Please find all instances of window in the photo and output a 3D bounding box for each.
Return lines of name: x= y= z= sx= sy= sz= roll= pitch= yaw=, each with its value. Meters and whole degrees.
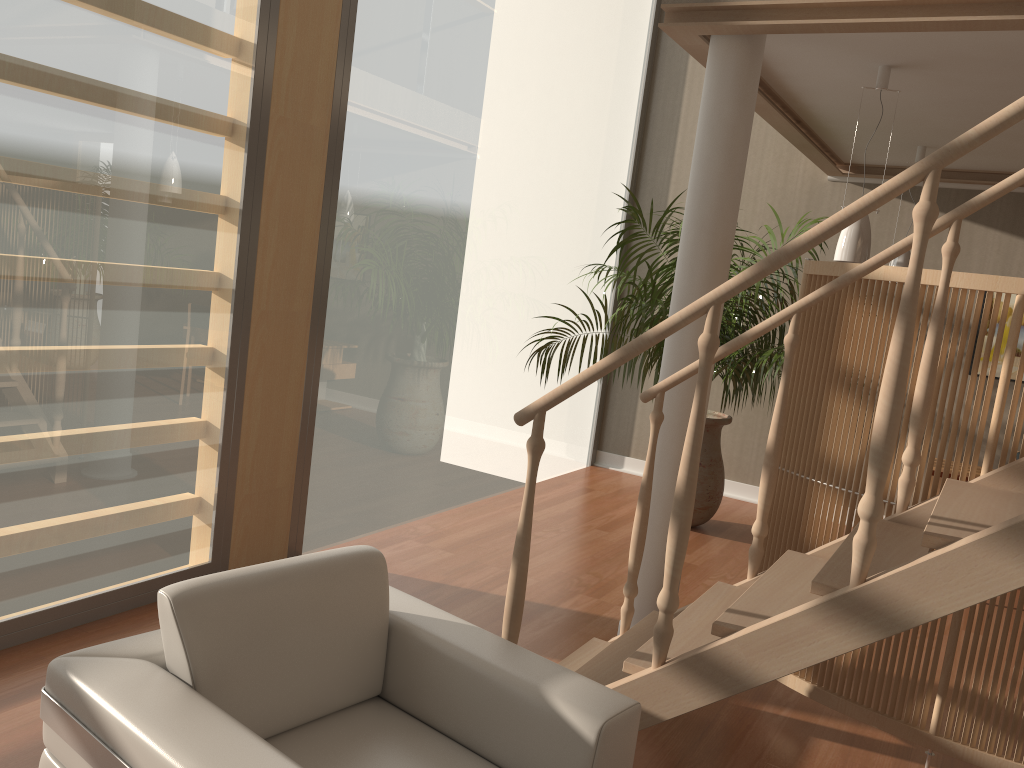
window: x=0.100 y=-1.626 z=5.385 sx=0.020 sy=5.200 sz=3.340 roll=11 pitch=8 yaw=28
window: x=-1.586 y=-0.728 z=2.618 sx=0.020 sy=3.100 sz=2.095 roll=11 pitch=8 yaw=28

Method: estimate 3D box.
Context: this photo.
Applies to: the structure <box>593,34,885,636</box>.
structure: x=3.456 y=0.538 z=0.869 sx=10.775 sy=2.533 sz=8.342 roll=11 pitch=8 yaw=28

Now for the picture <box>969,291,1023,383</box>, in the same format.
picture: x=3.622 y=-0.261 z=5.510 sx=1.317 sy=0.633 sz=0.010 roll=11 pitch=8 yaw=28

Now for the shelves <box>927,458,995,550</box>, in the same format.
shelves: x=3.298 y=0.933 z=5.261 sx=1.600 sy=0.590 sz=0.658 roll=11 pitch=8 yaw=28

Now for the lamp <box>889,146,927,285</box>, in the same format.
lamp: x=2.332 y=-0.987 z=5.202 sx=0.139 sy=0.800 sz=0.139 roll=8 pitch=7 yaw=3

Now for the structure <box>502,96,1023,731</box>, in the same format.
structure: x=1.661 y=-0.366 z=1.968 sx=3.150 sy=3.578 sz=1.000 roll=11 pitch=8 yaw=28

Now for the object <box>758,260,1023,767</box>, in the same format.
object: x=1.842 y=0.499 z=2.688 sx=2.229 sy=1.542 sz=0.233 roll=12 pitch=9 yaw=33

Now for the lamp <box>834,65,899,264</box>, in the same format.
lamp: x=1.473 y=-0.903 z=3.671 sx=0.139 sy=0.800 sz=0.139 roll=14 pitch=10 yaw=43

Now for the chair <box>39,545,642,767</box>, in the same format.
chair: x=-0.356 y=0.824 z=1.900 sx=0.905 sy=0.740 sz=0.900 roll=13 pitch=9 yaw=38

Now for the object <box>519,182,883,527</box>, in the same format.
object: x=1.160 y=-0.032 z=5.656 sx=2.109 sy=2.304 sz=2.157 roll=10 pitch=8 yaw=21

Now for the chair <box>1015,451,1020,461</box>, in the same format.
chair: x=2.921 y=0.833 z=4.681 sx=0.509 sy=0.856 sz=0.582 roll=5 pitch=8 yaw=-21
